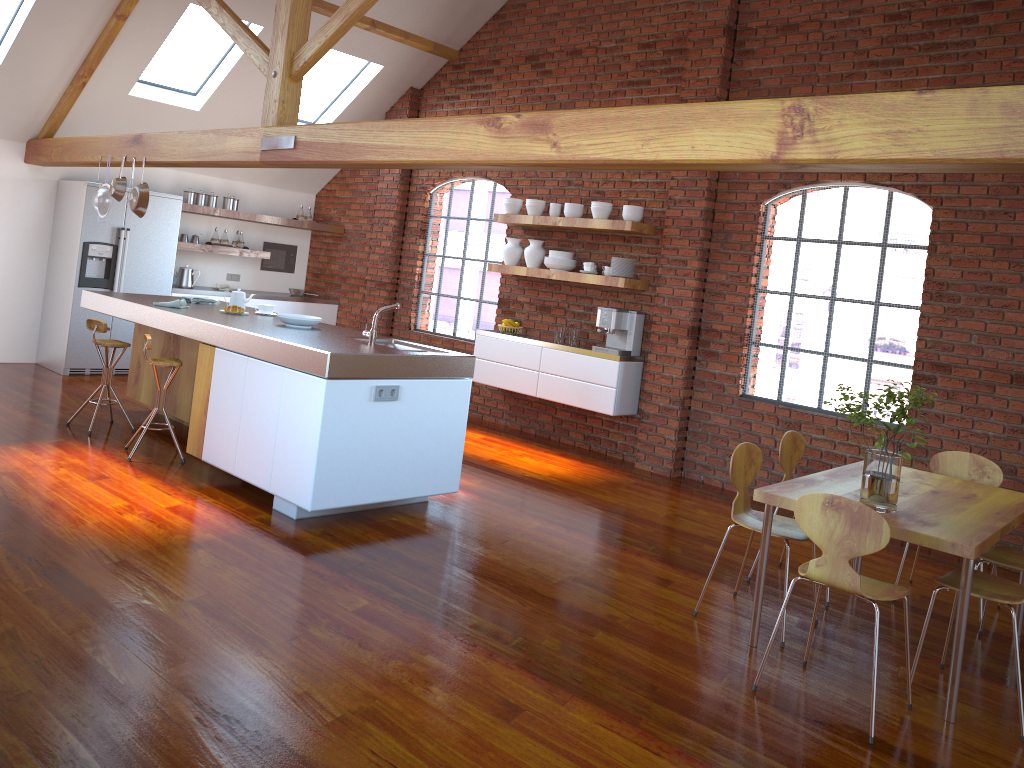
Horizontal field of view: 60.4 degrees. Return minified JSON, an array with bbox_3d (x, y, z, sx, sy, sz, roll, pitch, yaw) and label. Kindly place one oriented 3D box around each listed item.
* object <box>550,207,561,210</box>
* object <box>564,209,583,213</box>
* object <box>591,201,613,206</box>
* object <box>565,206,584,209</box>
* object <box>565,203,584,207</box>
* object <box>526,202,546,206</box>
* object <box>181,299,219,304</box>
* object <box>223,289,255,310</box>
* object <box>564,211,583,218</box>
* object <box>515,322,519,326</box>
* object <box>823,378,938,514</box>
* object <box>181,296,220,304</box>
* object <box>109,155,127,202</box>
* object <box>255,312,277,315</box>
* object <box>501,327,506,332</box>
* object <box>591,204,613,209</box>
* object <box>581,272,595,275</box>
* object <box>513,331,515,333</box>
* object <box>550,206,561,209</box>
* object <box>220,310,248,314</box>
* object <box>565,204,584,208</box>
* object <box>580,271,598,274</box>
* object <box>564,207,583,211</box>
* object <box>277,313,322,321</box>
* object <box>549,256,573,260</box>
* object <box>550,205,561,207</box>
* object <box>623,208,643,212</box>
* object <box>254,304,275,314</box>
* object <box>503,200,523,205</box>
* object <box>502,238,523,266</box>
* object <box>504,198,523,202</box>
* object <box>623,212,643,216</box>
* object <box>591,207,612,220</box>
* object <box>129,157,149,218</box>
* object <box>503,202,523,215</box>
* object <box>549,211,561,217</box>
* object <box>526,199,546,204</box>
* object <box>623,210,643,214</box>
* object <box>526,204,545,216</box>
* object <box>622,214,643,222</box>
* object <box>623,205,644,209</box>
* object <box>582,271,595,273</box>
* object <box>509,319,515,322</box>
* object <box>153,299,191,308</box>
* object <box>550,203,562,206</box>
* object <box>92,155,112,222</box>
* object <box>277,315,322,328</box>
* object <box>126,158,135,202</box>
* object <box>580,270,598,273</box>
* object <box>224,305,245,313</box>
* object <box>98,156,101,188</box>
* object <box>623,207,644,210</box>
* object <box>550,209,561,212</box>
[{"bbox_3d":[0.377,-1.510,7.709,0.098,0.061,0.099,6,5,-8],"label":"object"},{"bbox_3d":[0.526,-1.459,7.543,0.167,0.061,0.165,12,8,37],"label":"object"},{"bbox_3d":[0.742,-1.450,7.300,0.180,0.103,0.181,8,5,13],"label":"object"},{"bbox_3d":[0.529,-1.485,7.543,0.167,0.061,0.165,12,8,37],"label":"object"},{"bbox_3d":[0.532,-1.510,7.543,0.167,0.061,0.165,12,8,37],"label":"object"},{"bbox_3d":[0.206,-1.555,7.807,0.179,0.103,0.182,6,5,-11],"label":"object"},{"bbox_3d":[-2.361,-0.625,6.657,0.232,0.026,0.165,8,7,8],"label":"object"},{"bbox_3d":[-1.976,-0.612,6.361,0.196,0.155,0.119,3,4,-41],"label":"object"},{"bbox_3d":[0.524,-1.442,7.543,0.167,0.061,0.165,12,8,37],"label":"object"},{"bbox_3d":[0.043,-0.540,7.972,0.046,0.046,0.055,7,4,-6],"label":"object"},{"bbox_3d":[1.433,0.233,3.458,0.426,0.520,0.390,7,2,-2],"label":"object"},{"bbox_3d":[-2.343,-0.633,6.625,0.166,0.050,0.231,13,9,43],"label":"object"},{"bbox_3d":[-2.983,-1.563,6.667,0.085,0.359,0.196,7,1,-43],"label":"object"},{"bbox_3d":[-1.742,-0.495,6.227,0.153,0.012,0.155,5,7,-19],"label":"object"},{"bbox_3d":[-0.076,-0.492,7.941,0.046,0.046,0.056,6,4,-14],"label":"object"},{"bbox_3d":[0.739,-1.428,7.300,0.180,0.103,0.181,8,5,13],"label":"object"},{"bbox_3d":[0.638,-0.919,7.326,0.154,0.012,0.155,7,7,4],"label":"object"},{"bbox_3d":[0.014,-0.498,7.997,0.070,0.069,0.069,4,4,-38],"label":"object"},{"bbox_3d":[0.378,-1.523,7.709,0.098,0.061,0.099,6,5,-8],"label":"object"},{"bbox_3d":[-1.894,-0.487,5.999,0.193,0.014,0.197,4,8,-26],"label":"object"},{"bbox_3d":[0.530,-1.497,7.543,0.167,0.061,0.165,12,8,37],"label":"object"},{"bbox_3d":[0.639,-0.923,7.326,0.154,0.012,0.155,7,7,4],"label":"object"},{"bbox_3d":[0.527,-1.472,7.543,0.167,0.061,0.165,12,8,37],"label":"object"},{"bbox_3d":[-1.359,-0.406,5.618,0.283,0.055,0.282,9,7,15],"label":"object"},{"bbox_3d":[0.418,-1.062,7.592,0.215,0.055,0.213,11,8,34],"label":"object"},{"bbox_3d":[0.380,-1.535,7.709,0.098,0.061,0.099,6,5,-8],"label":"object"},{"bbox_3d":[0.975,-1.376,7.101,0.165,0.061,0.167,6,6,-8],"label":"object"},{"bbox_3d":[-1.742,-0.526,6.228,0.125,0.069,0.116,10,6,27],"label":"object"},{"bbox_3d":[0.005,-1.597,7.949,0.179,0.103,0.182,6,5,-11],"label":"object"},{"bbox_3d":[0.005,-1.198,8.005,0.192,0.249,0.193,7,3,-8],"label":"object"},{"bbox_3d":[0.007,-1.620,7.949,0.179,0.103,0.182,6,5,-11],"label":"object"},{"bbox_3d":[0.972,-1.350,7.101,0.165,0.061,0.167,6,6,-8],"label":"object"},{"bbox_3d":[0.737,-1.406,7.300,0.180,0.103,0.181,8,5,13],"label":"object"},{"bbox_3d":[-2.725,-1.439,6.436,0.068,0.444,0.267,7,1,-42],"label":"object"},{"bbox_3d":[0.002,-1.576,7.949,0.179,0.103,0.182,6,5,-11],"label":"object"},{"bbox_3d":[0.373,-1.480,7.709,0.098,0.061,0.099,6,5,-8],"label":"object"},{"bbox_3d":[0.209,-1.577,7.807,0.179,0.103,0.182,6,5,-11],"label":"object"},{"bbox_3d":[0.973,-1.363,7.101,0.165,0.061,0.167,6,6,-8],"label":"object"},{"bbox_3d":[0.203,-1.533,7.807,0.179,0.103,0.182,6,5,-11],"label":"object"},{"bbox_3d":[0.970,-1.333,7.101,0.165,0.061,0.167,6,6,-8],"label":"object"},{"bbox_3d":[0.978,-1.401,7.101,0.165,0.061,0.167,6,6,-8],"label":"object"},{"bbox_3d":[0.639,-0.928,7.326,0.154,0.012,0.155,7,7,4],"label":"object"},{"bbox_3d":[-0.008,-0.555,7.983,0.069,0.061,0.069,5,4,-31],"label":"object"},{"bbox_3d":[-2.300,-0.554,5.942,0.196,0.061,0.205,8,6,5],"label":"object"},{"bbox_3d":[0.382,-1.548,7.709,0.098,0.061,0.099,6,5,-8],"label":"object"},{"bbox_3d":[-3.184,-1.519,6.808,0.275,0.529,0.084,8,1,43],"label":"object"},{"bbox_3d":[-1.361,-0.396,5.618,0.283,0.055,0.282,9,7,15],"label":"object"},{"bbox_3d":[-2.833,-1.517,6.556,0.046,0.332,0.045,7,0,-22],"label":"object"},{"bbox_3d":[0.640,-0.932,7.326,0.154,0.012,0.155,7,7,4],"label":"object"},{"bbox_3d":[-1.895,-0.512,6.010,0.137,0.051,0.063,4,5,-28],"label":"object"},{"bbox_3d":[-3.277,-1.668,6.996,0.023,0.288,0.059,7,0,-32],"label":"object"},{"bbox_3d":[0.977,-1.388,7.101,0.165,0.061,0.167,6,6,-8],"label":"object"},{"bbox_3d":[0.375,-1.497,7.709,0.098,0.061,0.099,6,5,-8],"label":"object"}]
